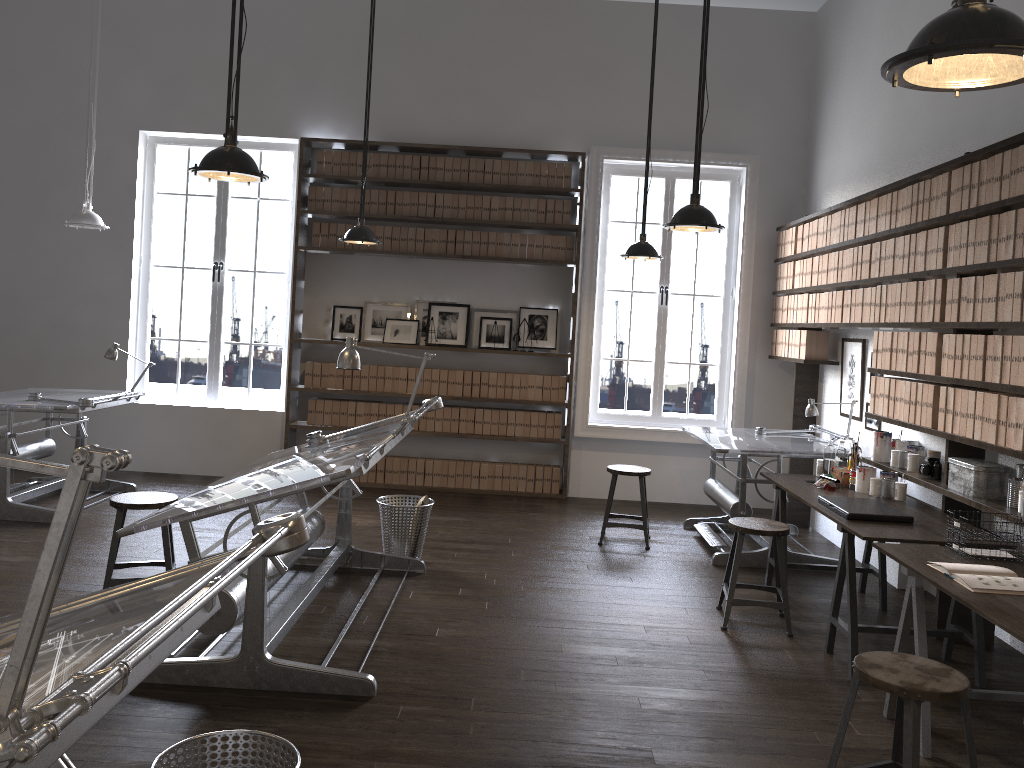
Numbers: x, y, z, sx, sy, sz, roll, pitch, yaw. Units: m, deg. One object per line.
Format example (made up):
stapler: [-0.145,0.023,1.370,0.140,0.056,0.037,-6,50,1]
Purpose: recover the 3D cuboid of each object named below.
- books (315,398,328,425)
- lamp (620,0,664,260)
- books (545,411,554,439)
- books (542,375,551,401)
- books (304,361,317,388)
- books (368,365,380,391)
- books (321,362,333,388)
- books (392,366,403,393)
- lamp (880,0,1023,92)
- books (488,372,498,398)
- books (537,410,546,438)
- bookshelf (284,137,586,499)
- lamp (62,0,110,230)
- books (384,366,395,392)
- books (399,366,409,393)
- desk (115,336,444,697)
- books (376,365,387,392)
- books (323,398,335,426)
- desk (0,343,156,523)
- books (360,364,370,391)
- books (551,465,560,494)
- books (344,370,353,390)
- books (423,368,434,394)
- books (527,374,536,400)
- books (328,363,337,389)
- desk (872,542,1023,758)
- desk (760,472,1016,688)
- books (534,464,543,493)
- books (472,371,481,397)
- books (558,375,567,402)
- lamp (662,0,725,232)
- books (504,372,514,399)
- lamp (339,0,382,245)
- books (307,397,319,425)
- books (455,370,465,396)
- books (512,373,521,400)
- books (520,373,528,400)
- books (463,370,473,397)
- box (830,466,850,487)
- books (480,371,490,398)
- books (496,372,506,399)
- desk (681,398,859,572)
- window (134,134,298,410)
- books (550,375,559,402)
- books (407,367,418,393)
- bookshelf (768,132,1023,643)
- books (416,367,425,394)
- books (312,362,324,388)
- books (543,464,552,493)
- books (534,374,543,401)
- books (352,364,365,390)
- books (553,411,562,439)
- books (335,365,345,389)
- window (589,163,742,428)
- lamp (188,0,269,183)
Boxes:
books: [-1.689,0.243,7.858,0.067,0.225,0.175,3,2,1]
lamp: [1.006,-2.037,6.415,0.312,2.251,0.311,3,1,-20]
books: [0.332,0.359,7.835,0.067,0.225,0.174,3,2,1]
books: [0.306,0.035,7.830,0.067,0.225,0.175,3,2,1]
books: [-1.785,-0.085,7.858,0.067,0.225,0.174,3,2,1]
books: [-1.221,-0.053,7.853,0.067,0.225,0.174,3,2,1]
books: [-1.640,-0.077,7.852,0.067,0.225,0.175,3,2,1]
books: [-1.016,-0.041,7.849,0.067,0.225,0.175,3,2,1]
lamp: [0.939,-1.722,1.683,0.313,2.251,0.310,4,1,25]
books: [-0.168,0.008,7.834,0.067,0.225,0.174,3,2,1]
books: [0.262,0.355,7.836,0.067,0.225,0.175,3,2,1]
bookshelf: [-0.700,-0.224,7.883,2.473,3.720,0.413,3,1,1]
lamp: [-3.057,-2.271,6.473,0.312,2.251,0.311,3,1,-20]
books: [-1.083,-0.045,7.845,0.067,0.225,0.175,3,2,1]
books: [-0.954,-0.038,7.846,0.067,0.225,0.175,3,2,1]
desk: [-0.930,0.443,4.435,1.076,1.385,2.284,3,3,1]
books: [-1.150,-0.049,7.852,0.067,0.225,0.175,3,2,1]
books: [-1.617,0.247,7.860,0.067,0.225,0.174,3,2,1]
desk: [-3.225,0.281,6.382,1.171,1.188,1.271,3,2,1]
books: [-1.292,-0.057,7.850,0.067,0.225,0.174,3,2,1]
books: [0.387,0.844,7.840,0.067,0.225,0.175,3,2,1]
books: [-1.438,-0.065,7.851,0.067,0.225,0.175,3,2,1]
books: [-0.741,-0.026,7.847,0.067,0.225,0.174,3,2,1]
books: [0.170,0.027,7.830,0.067,0.225,0.175,3,2,1]
books: [-1.577,-0.074,7.856,0.067,0.225,0.175,3,2,1]
desk: [1.795,1.068,2.857,0.655,0.668,1.671,3,3,1]
desk: [1.822,0.950,4.621,0.655,0.668,1.671,3,3,1]
books: [0.237,0.836,7.839,0.067,0.225,0.175,3,2,1]
books: [-0.314,-0.001,7.835,0.067,0.225,0.175,3,2,1]
books: [0.441,0.043,7.823,0.067,0.225,0.175,3,2,1]
lamp: [0.981,-1.907,4.468,0.312,2.251,0.311,3,1,-20]
books: [-0.027,0.016,7.836,0.067,0.225,0.175,3,2,1]
lamp: [-1.044,-2.155,6.448,0.312,2.251,0.311,3,1,-20]
books: [-1.761,0.239,7.859,0.067,0.225,0.175,3,2,1]
books: [-0.464,-0.010,7.840,0.067,0.225,0.175,3,2,1]
books: [0.040,0.020,7.829,0.067,0.225,0.175,3,2,1]
books: [0.107,0.023,7.833,0.067,0.225,0.175,3,2,1]
books: [-0.388,-0.005,7.841,0.067,0.225,0.175,3,2,1]
box: [1.961,0.540,5.169,0.137,0.083,0.212,3,3,0]
books: [-0.239,0.003,7.839,0.067,0.225,0.175,3,2,1]
books: [-0.098,0.011,7.837,0.067,0.225,0.174,3,2,1]
desk: [1.828,0.621,6.252,1.071,1.097,1.271,3,3,1]
window: [-2.627,-0.979,7.949,1.482,2.495,0.153,3,1,1]
books: [0.376,0.039,7.831,0.067,0.225,0.174,3,2,1]
books: [-0.881,-0.033,7.843,0.067,0.225,0.175,3,2,1]
bookshelf: [2.294,0.532,3.024,0.373,3.202,9.195,3,4,1]
books: [-0.811,-0.030,7.846,0.067,0.225,0.175,3,2,1]
books: [-1.712,-0.081,7.854,0.067,0.225,0.175,3,2,1]
books: [0.311,0.840,7.843,0.067,0.225,0.175,3,2,1]
books: [0.236,0.031,7.827,0.067,0.225,0.175,3,2,1]
books: [-1.363,-0.061,7.855,0.067,0.225,0.175,3,2,1]
books: [0.403,0.363,7.830,0.067,0.225,0.174,3,2,1]
books: [-1.512,-0.070,7.857,0.067,0.225,0.175,3,2,1]
window: [1.329,-0.751,7.773,1.245,2.307,0.153,3,1,1]
lamp: [-1.087,-1.965,3.584,0.313,2.251,0.310,4,1,21]
